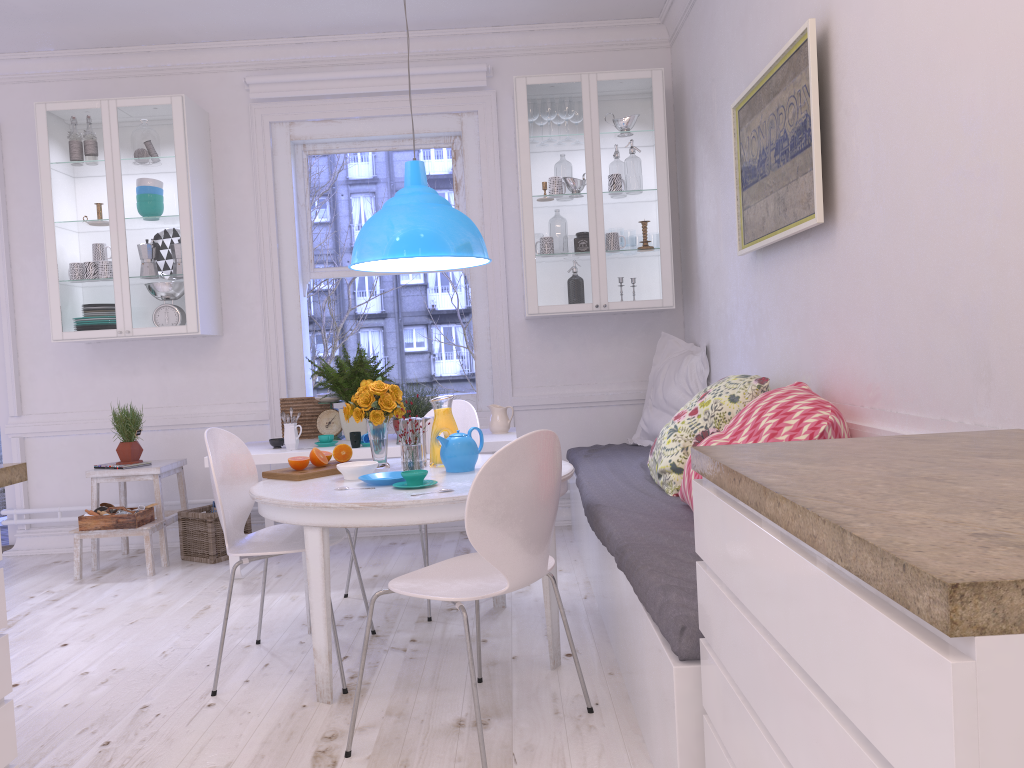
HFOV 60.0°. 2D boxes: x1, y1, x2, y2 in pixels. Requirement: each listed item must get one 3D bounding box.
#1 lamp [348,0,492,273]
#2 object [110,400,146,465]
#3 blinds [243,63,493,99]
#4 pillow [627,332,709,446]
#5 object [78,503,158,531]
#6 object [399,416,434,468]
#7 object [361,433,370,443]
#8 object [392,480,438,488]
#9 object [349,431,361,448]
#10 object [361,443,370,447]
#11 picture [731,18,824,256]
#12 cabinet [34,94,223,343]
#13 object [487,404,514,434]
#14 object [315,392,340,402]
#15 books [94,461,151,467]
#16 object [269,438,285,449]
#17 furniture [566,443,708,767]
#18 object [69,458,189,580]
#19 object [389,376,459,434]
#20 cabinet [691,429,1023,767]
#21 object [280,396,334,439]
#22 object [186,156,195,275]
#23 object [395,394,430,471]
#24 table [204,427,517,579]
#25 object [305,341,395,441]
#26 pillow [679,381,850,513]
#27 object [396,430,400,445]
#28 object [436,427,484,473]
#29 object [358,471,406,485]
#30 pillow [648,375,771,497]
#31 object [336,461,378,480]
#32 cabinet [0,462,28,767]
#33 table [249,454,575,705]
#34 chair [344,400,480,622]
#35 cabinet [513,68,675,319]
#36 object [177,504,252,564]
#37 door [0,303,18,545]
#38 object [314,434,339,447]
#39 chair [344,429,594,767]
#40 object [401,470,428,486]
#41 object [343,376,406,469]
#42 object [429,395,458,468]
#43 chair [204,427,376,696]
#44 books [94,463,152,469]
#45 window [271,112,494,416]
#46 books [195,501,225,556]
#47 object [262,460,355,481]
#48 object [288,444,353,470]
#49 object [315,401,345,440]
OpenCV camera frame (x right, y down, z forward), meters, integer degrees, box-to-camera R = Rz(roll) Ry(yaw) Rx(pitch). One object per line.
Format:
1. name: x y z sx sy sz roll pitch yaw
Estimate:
1. lamp: -0.416 -1.443 3.484 0.568 1.948 0.568 -2 3 34
2. object: -2.085 0.248 4.831 0.196 0.367 0.186 -1 3 45
3. blinds: -0.837 -1.756 5.158 1.451 0.131 0.136 -3 2 0
4. pillow: 0.897 0.026 4.915 0.374 0.642 0.677 -4 2 -30
5. object: -2.043 0.684 4.619 0.358 0.110 0.211 -3 2 2
6. object: -0.361 0.222 3.397 0.101 0.186 0.122 -2 2 30
7. object: -0.715 0.271 4.391 0.069 0.058 0.080 -4 2 -27
8. object: -0.314 0.327 2.879 0.147 0.011 0.147 -3 2 3
9. object: -0.768 0.274 4.331 0.055 0.077 0.070 -2 2 26
10. object: -0.699 0.296 4.395 0.121 0.021 0.121 -1 3 40
11. picture: 0.942 -0.833 3.232 0.020 0.629 0.971 -3 2 0
12. cabinet: -2.163 -0.912 5.036 0.823 1.311 0.425 -3 2 0
13. object: -0.063 0.184 4.704 0.127 0.152 0.115 -4 2 -18
14. object: -1.005 0.074 4.889 0.163 0.047 0.164 -5 3 -41
15. books: -2.127 0.438 4.848 0.246 0.007 0.180 -2 2 30
16. object: -1.200 0.304 4.535 0.079 0.048 0.082 -5 3 -40
17. furniture: 0.669 0.632 3.473 0.769 0.508 3.296 -3 2 0
18. object: -2.057 0.717 4.827 0.418 0.534 0.599 -3 2 0
19. object: -0.495 0.119 4.670 0.668 0.367 0.531 -2 2 25
20. cabinet: 0.705 0.546 1.259 0.654 0.842 1.036 -3 2 0
21. object: -1.150 0.191 4.990 0.294 0.237 0.028 -3 2 0
22. object: -2.164 -0.913 5.057 0.811 0.651 0.376 -3 2 0
23. object: -0.354 0.180 3.176 0.128 0.287 0.128 -3 2 2
24. table: -0.715 0.608 4.661 1.514 0.619 0.736 -3 2 0
25. object: -0.857 0.037 4.762 0.438 0.527 0.368 -3 2 0
26. pillow: 0.794 0.220 2.805 0.491 0.424 0.587 -3 2 3
27. object: -0.542 0.264 4.395 0.066 0.067 0.052 -3 2 1
28. object: -0.184 0.237 3.206 0.156 0.151 0.150 -3 2 4
29. object: -0.422 0.321 3.006 0.196 0.023 0.196 -4 2 -13
30. pillow: 0.796 0.190 3.488 0.509 0.447 0.592 -3 2 5
31. object: -0.549 0.309 3.156 0.147 0.052 0.147 -1 3 42
32. cabinet: -1.499 0.653 1.620 0.654 0.842 1.167 -3 2 0
33. table: -0.330 0.637 3.181 1.140 0.629 1.140 -2 2 29
34. chair: -0.389 0.508 3.873 0.483 0.845 0.604 -5 3 -44
35. cabinet: 0.453 -1.055 5.037 0.823 1.311 0.425 -3 2 0
36. object: -1.644 0.824 4.921 0.276 0.270 0.276 -2 3 33
37. door: -3.523 -0.215 5.830 1.009 2.474 1.021 -3 2 0
38. object: -0.943 0.288 4.503 0.121 0.055 0.121 -1 3 40
39. chair: -0.102 0.546 2.447 0.483 0.845 0.604 -2 3 35
40. object: -0.316 0.306 2.878 0.088 0.043 0.088 -3 2 7
41. object: -0.516 0.148 3.402 0.234 0.351 0.235 -5 3 -35
42. object: -0.257 0.177 3.370 0.094 0.267 0.116 -2 2 27
43. chair: -0.783 0.559 3.081 0.483 0.845 0.604 -3 2 0
44. books: -2.127 0.447 4.849 0.246 0.011 0.180 -2 2 30
45. window: -0.768 -0.697 5.386 1.234 1.782 0.181 -3 2 0
46. books: -1.639 0.790 4.931 0.221 0.306 0.205 -2 3 33
47. object: -0.734 0.325 3.359 0.224 0.024 0.347 -1 3 40
48. object: -0.746 0.276 3.381 0.129 0.075 0.285 -2 3 36
49. object: -0.993 0.201 4.884 0.159 0.208 0.185 -3 2 0
